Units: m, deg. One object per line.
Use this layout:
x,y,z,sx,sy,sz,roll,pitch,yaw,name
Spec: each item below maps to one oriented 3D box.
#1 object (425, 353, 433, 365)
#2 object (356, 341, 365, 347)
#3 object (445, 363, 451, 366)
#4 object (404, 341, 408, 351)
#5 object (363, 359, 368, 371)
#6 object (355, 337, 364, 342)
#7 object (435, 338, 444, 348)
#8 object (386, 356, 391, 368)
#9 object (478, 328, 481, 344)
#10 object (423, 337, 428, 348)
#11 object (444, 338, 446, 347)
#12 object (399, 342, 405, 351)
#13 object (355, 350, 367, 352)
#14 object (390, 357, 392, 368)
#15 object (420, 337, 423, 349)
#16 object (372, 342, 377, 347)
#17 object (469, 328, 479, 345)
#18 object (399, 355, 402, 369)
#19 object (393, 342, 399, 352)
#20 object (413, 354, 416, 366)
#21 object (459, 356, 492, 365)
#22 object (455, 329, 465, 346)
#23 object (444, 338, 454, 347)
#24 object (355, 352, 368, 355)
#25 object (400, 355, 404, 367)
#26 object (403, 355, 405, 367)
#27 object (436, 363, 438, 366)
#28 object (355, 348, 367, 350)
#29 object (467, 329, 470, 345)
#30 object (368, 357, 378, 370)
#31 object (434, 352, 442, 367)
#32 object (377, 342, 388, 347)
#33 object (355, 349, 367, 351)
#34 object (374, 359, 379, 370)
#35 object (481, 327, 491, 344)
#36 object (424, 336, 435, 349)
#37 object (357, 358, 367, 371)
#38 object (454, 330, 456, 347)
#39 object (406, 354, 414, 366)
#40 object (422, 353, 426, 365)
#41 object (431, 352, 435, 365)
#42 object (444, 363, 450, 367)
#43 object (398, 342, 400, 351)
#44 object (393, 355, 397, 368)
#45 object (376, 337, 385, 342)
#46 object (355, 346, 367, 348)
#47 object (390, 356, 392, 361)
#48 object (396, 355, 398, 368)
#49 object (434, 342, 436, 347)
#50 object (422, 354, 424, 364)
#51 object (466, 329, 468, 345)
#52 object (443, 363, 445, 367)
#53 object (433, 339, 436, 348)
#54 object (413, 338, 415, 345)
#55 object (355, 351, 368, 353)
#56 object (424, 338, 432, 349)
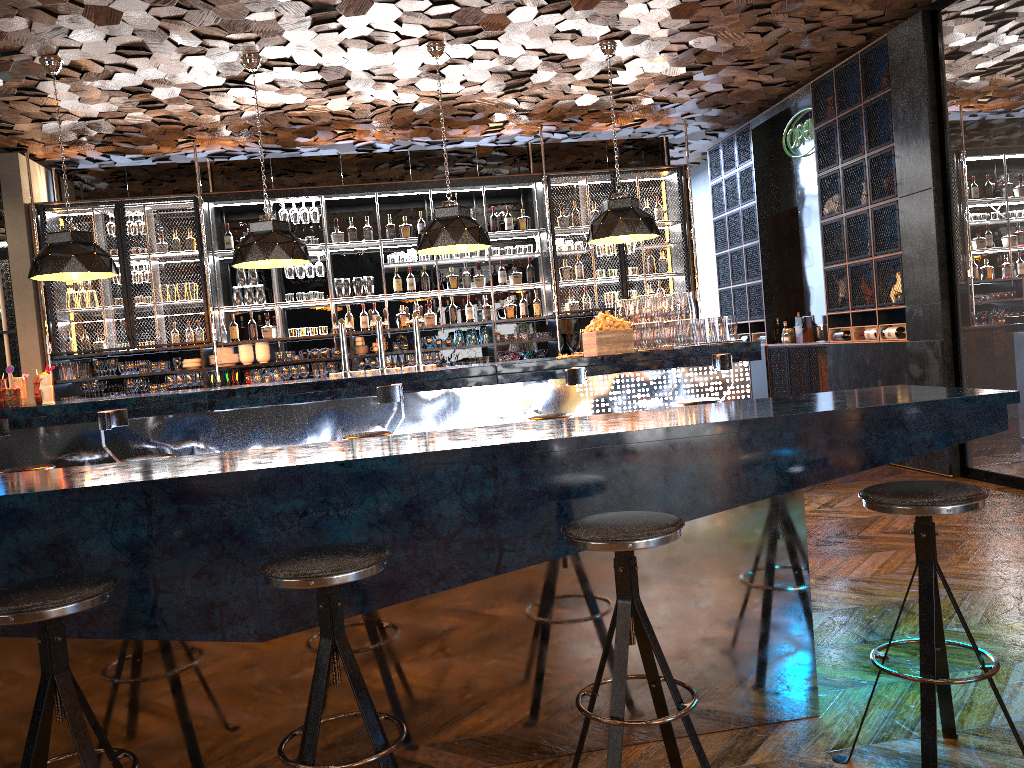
-0.876,-0.216,9.358,0.091,0.229,0.091,-4,3,19,object
-1.584,-0.416,9.297,0.107,0.070,0.094,-4,3,22,object
-0.684,-0.172,9.480,0.067,0.100,0.067,-6,3,-16,object
-1.132,-0.402,9.416,0.058,0.099,0.067,-5,2,4,object
-1.573,-0.156,9.378,0.108,0.227,0.108,-6,3,-28,object
-1.598,-0.459,9.293,0.094,0.069,0.106,-5,2,-2,object
-0.765,-0.430,9.336,0.098,0.097,0.098,-6,3,-29,object
-1.292,-0.180,9.293,0.058,0.234,0.058,-5,2,-5,object
-0.316,-0.518,9.616,0.115,0.172,0.101,-5,2,2,object
-0.901,-0.443,9.583,0.108,0.126,0.108,-7,3,-37,object
-0.681,-0.442,9.452,0.098,0.097,0.098,-4,3,17,object
-1.156,-0.395,9.307,0.067,0.099,0.058,-4,3,27,object
-1.579,-0.341,9.302,0.149,0.023,0.149,-6,3,-24,object
-1.296,-0.183,9.388,0.058,0.234,0.058,-4,3,25,object
-0.975,-0.425,9.329,0.100,0.125,0.100,-3,3,31,object
-1.430,-0.406,9.398,0.094,0.069,0.105,-6,3,-31,object
-0.409,-0.499,9.348,0.115,0.172,0.101,-6,3,-23,object
-1.177,-0.196,9.482,0.049,0.231,0.049,-5,2,-5,object
-1.210,-0.389,9.259,0.058,0.099,0.067,-3,3,37,object
-1.042,-0.205,9.450,0.091,0.229,0.091,-4,3,13,object
-0.392,-0.218,9.519,0.356,0.134,0.206,-5,2,-1,object
-0.551,-0.486,9.337,0.115,0.172,0.101,-4,3,22,object
-0.662,-0.439,9.345,0.098,0.097,0.098,-4,3,26,object
-1.578,-0.319,9.303,0.149,0.022,0.149,-7,3,-39,object
-1.146,-0.191,9.295,0.049,0.231,0.049,-6,3,-13,object
-1.158,-0.196,9.425,0.049,0.231,0.049,-5,2,0,object
-0.808,-0.232,9.600,0.091,0.229,0.091,-5,2,-11,object
-1.580,-0.363,9.300,0.149,0.026,0.148,-5,2,-1,object
-0.432,-0.502,9.474,0.101,0.172,0.115,-4,3,22,object
-1.447,-0.162,9.277,0.108,0.227,0.108,-7,3,-38,object
-0.781,-0.225,9.370,0.091,0.229,0.091,-7,3,-36,object
-1.371,-0.408,9.318,0.094,0.069,0.106,-3,3,33,object
-1.581,-0.353,9.301,0.149,0.024,0.149,-5,2,-9,object
-1.461,-0.166,9.395,0.108,0.227,0.108,-7,3,-44,object
-0.280,-0.511,9.375,0.101,0.172,0.115,-4,3,22,object
-0.866,-0.436,9.347,0.108,0.126,0.108,-4,3,26,object
-1.560,-0.152,9.260,0.108,0.227,0.108,-6,3,-17,object
-0.574,-0.489,9.456,0.115,0.172,0.101,-5,2,2,object
-1.067,-0.198,9.327,0.091,0.229,0.091,-6,3,-22,object
-0.947,-0.214,9.463,0.091,0.229,0.091,-4,3,24,object
-0.853,-0.223,9.475,0.091,0.229,0.091,-6,3,-15,object
-0.682,-0.168,9.367,0.067,0.100,0.067,-6,3,-16,object
-1.214,-0.395,9.425,0.058,0.099,0.067,-5,2,-5,object
-1.220,-0.184,9.284,0.049,0.231,0.049,-5,2,3,object
-1.377,-0.451,9.305,0.094,0.068,0.106,-5,2,-8,object
-1.585,-0.384,9.299,0.149,0.026,0.148,-5,2,-1,object
-1.307,-0.186,9.477,0.058,0.234,0.058,-6,3,-31,object
-1.231,-0.189,9.412,0.049,0.231,0.049,-4,3,28,object
-0.778,-0.433,9.437,0.098,0.097,0.098,-4,3,30,object
-0.966,-0.208,9.346,0.091,0.229,0.091,-3,3,39,object
-0.452,-0.506,9.593,0.101,0.172,0.115,-5,2,-3,object
-0.710,-0.175,9.588,0.067,0.100,0.067,-6,3,-16,object
-0.809,-0.438,9.615,0.098,0.097,0.098,-6,3,-17,object
-1.012,-0.433,9.567,0.100,0.125,0.100,-5,2,5,object
-1.578,-0.330,9.302,0.149,0.023,0.149,-7,3,-39,object
-0.881,-0.440,9.462,0.108,0.126,0.108,-6,3,-13,object
